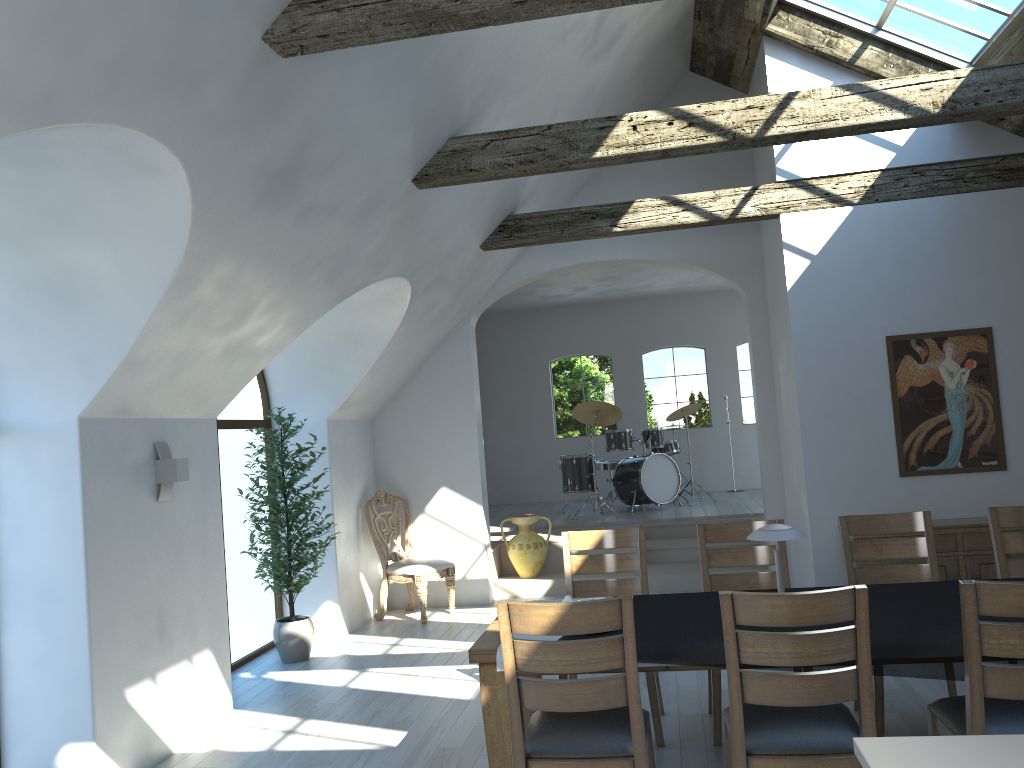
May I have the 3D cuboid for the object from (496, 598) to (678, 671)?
[{"bbox_3d":[1.438,0.975,3.720,2.872,0.077,1.050,-5,-3,9],"label":"object"}]

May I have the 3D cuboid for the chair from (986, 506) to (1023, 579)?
[{"bbox_3d":[2.701,1.112,4.309,0.514,1.006,0.605,-5,-3,9],"label":"chair"}]

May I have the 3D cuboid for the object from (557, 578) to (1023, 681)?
[{"bbox_3d":[1.448,1.047,3.718,2.456,0.227,1.073,-5,-3,10],"label":"object"}]

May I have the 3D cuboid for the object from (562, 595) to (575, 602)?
[{"bbox_3d":[0.255,0.993,3.974,0.064,0.092,0.064,-6,-4,28],"label":"object"}]

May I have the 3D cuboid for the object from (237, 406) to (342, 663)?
[{"bbox_3d":[-1.693,1.125,6.739,0.718,1.920,0.737,-6,-4,28],"label":"object"}]

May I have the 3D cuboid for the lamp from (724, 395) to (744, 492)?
[{"bbox_3d":[3.135,0.845,12.732,0.232,1.383,0.238,-5,-3,9],"label":"lamp"}]

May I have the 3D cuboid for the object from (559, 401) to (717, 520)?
[{"bbox_3d":[1.432,0.907,11.408,2.354,1.383,1.465,-2,-4,-36],"label":"object"}]

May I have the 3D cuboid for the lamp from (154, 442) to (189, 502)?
[{"bbox_3d":[-1.875,0.480,4.891,0.127,0.325,0.127,-5,-3,9],"label":"lamp"}]

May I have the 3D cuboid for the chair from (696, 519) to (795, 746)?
[{"bbox_3d":[1.236,1.238,4.553,0.514,1.006,0.605,-5,-3,9],"label":"chair"}]

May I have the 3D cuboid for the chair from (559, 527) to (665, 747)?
[{"bbox_3d":[0.503,1.301,4.674,0.514,1.006,0.605,-5,-3,9],"label":"chair"}]

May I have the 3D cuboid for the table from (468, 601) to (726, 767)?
[{"bbox_3d":[1.445,1.309,3.700,3.078,0.737,0.939,-5,-3,9],"label":"table"}]

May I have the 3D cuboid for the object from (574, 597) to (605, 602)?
[{"bbox_3d":[0.360,0.985,3.876,0.130,0.081,0.124,-2,-4,-38],"label":"object"}]

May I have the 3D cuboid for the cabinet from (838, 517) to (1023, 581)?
[{"bbox_3d":[3.146,1.334,6.283,1.481,0.714,0.383,-5,-3,9],"label":"cabinet"}]

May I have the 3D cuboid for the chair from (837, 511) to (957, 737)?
[{"bbox_3d":[1.968,1.175,4.431,0.514,1.006,0.605,-5,-3,9],"label":"chair"}]

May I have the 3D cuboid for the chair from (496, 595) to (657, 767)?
[{"bbox_3d":[0.257,1.239,3.224,0.514,1.006,0.605,-5,-3,9],"label":"chair"}]

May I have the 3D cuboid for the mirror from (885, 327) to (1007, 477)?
[{"bbox_3d":[3.179,0.135,6.503,0.736,1.047,0.009,-5,-3,9],"label":"mirror"}]

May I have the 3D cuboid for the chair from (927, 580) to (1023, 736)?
[{"bbox_3d":[1.722,1.113,2.980,0.514,1.006,0.605,-5,-3,9],"label":"chair"}]

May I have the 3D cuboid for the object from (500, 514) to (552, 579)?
[{"bbox_3d":[0.149,1.599,8.735,0.402,0.605,0.396,-2,-4,-34],"label":"object"}]

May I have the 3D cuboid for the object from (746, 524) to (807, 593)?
[{"bbox_3d":[1.137,0.778,3.772,0.251,0.362,0.251,-6,-4,32],"label":"object"}]

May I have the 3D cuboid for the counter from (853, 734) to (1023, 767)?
[{"bbox_3d":[1.177,1.123,1.269,1.029,0.879,1.029,-5,-3,9],"label":"counter"}]

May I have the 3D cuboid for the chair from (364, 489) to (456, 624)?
[{"bbox_3d":[-0.919,1.526,8.029,0.655,1.159,0.552,-7,-4,34],"label":"chair"}]

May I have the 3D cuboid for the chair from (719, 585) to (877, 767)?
[{"bbox_3d":[0.989,1.176,3.102,0.514,1.006,0.605,-5,-3,9],"label":"chair"}]

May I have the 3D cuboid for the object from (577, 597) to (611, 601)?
[{"bbox_3d":[0.406,1.028,4.144,0.250,0.017,0.253,-5,-3,9],"label":"object"}]
